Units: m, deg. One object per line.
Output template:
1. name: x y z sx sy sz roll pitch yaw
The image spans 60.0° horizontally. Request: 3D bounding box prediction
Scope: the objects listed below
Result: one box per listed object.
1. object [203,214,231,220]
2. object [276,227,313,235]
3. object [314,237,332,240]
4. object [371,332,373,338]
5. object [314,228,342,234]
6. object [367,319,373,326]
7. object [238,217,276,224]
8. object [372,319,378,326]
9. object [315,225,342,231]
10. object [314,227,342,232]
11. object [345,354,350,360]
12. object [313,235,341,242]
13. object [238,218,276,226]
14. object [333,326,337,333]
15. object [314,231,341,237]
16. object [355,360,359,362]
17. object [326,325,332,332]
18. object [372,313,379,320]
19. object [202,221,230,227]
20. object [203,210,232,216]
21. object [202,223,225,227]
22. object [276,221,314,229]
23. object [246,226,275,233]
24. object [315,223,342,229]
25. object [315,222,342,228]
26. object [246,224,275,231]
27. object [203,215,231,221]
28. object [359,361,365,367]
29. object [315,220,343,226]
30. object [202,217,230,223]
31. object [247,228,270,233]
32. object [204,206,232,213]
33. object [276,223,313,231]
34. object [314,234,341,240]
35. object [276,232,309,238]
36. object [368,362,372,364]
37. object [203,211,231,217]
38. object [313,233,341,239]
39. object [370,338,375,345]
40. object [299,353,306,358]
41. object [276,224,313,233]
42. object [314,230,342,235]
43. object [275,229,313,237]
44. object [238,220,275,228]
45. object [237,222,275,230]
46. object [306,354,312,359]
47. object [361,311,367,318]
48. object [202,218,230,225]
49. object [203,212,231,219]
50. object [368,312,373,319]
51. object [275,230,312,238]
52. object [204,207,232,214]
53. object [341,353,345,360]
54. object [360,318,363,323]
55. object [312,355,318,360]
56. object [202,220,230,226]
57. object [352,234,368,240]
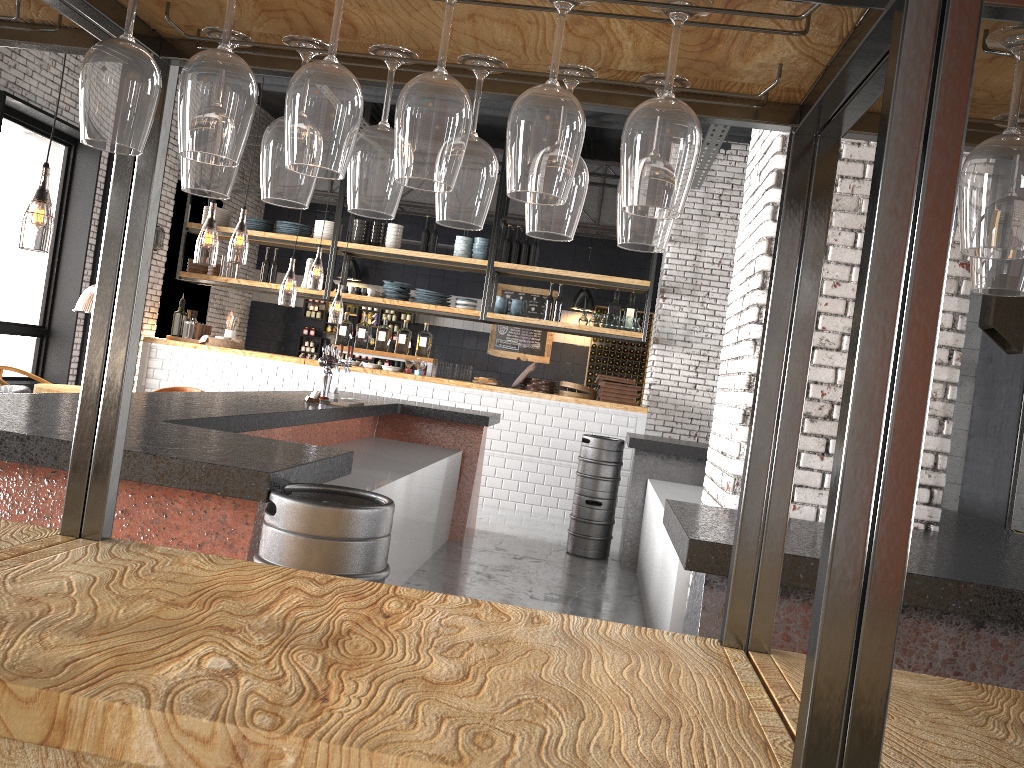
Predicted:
1. object: -3.664 -2.057 11.002 0.334 0.043 0.335 8 1 -45
2. object: -2.676 -1.870 10.898 0.454 0.038 0.454 8 1 7
3. object: -2.271 -1.744 10.854 0.335 0.033 0.334 9 1 44
4. object: -2.213 -0.770 13.832 0.089 0.101 0.111 8 0 -28
5. object: -2.255 -1.856 10.856 0.335 0.039 0.334 8 1 14
6. object: -2.220 -0.971 13.824 0.092 0.112 0.100 8 0 -8
7. object: -3.148 -2.010 10.948 0.454 0.050 0.453 8 1 19
8. object: -2.126 -0.955 13.816 0.092 0.108 0.105 8 0 17
9. object: -2.250 -1.895 10.857 0.334 0.041 0.335 8 1 -25
10. object: -2.253 -1.876 10.855 0.334 0.043 0.335 8 1 -11
11. object: -2.556 -0.492 13.849 0.079 0.281 0.079 8 -1 -25
12. object: -2.268 -1.764 10.856 0.334 0.046 0.334 8 1 -13
13. object: -3.152 -1.986 10.948 0.454 0.047 0.454 8 1 3
14. object: -2.755 -0.852 13.875 0.088 0.108 0.107 8 0 -34
15. object: -2.260 -1.822 10.856 0.334 0.039 0.335 8 1 -28
16. object: -2.418 -0.319 13.827 0.092 0.112 0.100 8 0 -8
17. object: -2.859 -0.869 13.885 0.092 0.112 0.100 8 0 -8
18. object: -2.112 -1.056 13.816 0.092 0.108 0.105 8 0 17
19. object: -3.677 -1.964 11.001 0.335 0.042 0.334 9 1 44
20. object: -3.656 -2.114 11.002 0.334 0.040 0.335 8 1 -4
21. object: -3.679 -1.944 11.001 0.335 0.033 0.334 9 1 44
22. object: -2.666 -1.940 10.899 0.454 0.039 0.453 8 1 25
23. object: -3.165 -1.893 10.948 0.454 0.043 0.454 8 1 8
24. object: -2.247 -1.914 10.857 0.334 0.044 0.335 8 1 -24
25. object: -2.245 -1.933 10.856 0.334 0.039 0.335 8 1 -19
26. object: -3.162 -1.916 10.948 0.454 0.044 0.454 8 1 1
27. object: -3.666 -2.041 11.002 0.335 0.038 0.334 8 1 31
28. object: -2.324 -0.304 13.819 0.092 0.108 0.105 8 0 17
29. object: -2.241 -1.953 10.857 0.334 0.039 0.335 8 1 -20
30. object: -3.669 -2.022 11.001 0.334 0.042 0.335 8 1 -34
31. object: -3.168 -1.868 10.947 0.454 0.033 0.454 8 1 14
32. object: -3.649 -2.152 11.003 0.334 0.039 0.335 8 1 -3
33. object: -2.669 -1.918 10.897 0.453 0.050 0.454 8 1 -19
34. object: -2.265 -1.783 10.854 0.334 0.037 0.335 8 1 -28
35. object: -2.686 -1.800 10.897 0.454 0.033 0.454 8 1 14
36. object: -2.218 -0.289 13.807 0.088 0.108 0.107 8 0 -34
37. object: -3.658 -2.094 11.002 0.334 0.035 0.335 8 1 -18
38. object: -2.263 -1.802 10.855 0.334 0.040 0.335 8 1 -30
39. object: -2.169 -0.667 13.815 0.092 0.112 0.100 8 0 -8
40. object: -3.298 -0.443 13.921 0.118 0.111 0.085 8 0 -35
41. object: -2.673 -1.894 10.899 0.453 0.037 0.454 8 1 -40
42. object: -2.258 -1.841 10.855 0.334 0.040 0.335 8 1 -40
43. object: -2.680 -1.847 10.897 0.453 0.042 0.454 8 1 -34
44. object: -3.155 -1.962 10.948 0.454 0.043 0.453 8 1 11
45. object: -3.157 -1.939 10.948 0.453 0.038 0.454 8 1 -17
46. object: -3.188 -0.423 13.921 0.089 0.101 0.111 8 0 -33
47. object: -2.306 -1.085 13.835 0.092 0.112 0.100 8 0 -8
48. object: -3.671 -2.003 11.002 0.334 0.044 0.335 8 1 -28
49. object: -3.660 -2.075 11.002 0.335 0.038 0.334 8 1 26
50. object: -2.202 -1.068 13.825 0.088 0.108 0.107 8 0 -34
51. object: -2.682 -1.824 10.898 0.453 0.045 0.454 8 1 -19
52. object: -3.652 -2.133 11.003 0.335 0.042 0.334 8 1 2
53. object: -2.649 -0.506 13.859 0.079 0.281 0.079 8 -1 15
54. object: -2.317 -0.982 13.835 0.088 0.108 0.107 8 0 -34
55. object: -3.090 -0.409 13.911 0.090 0.101 0.111 8 0 -28
56. object: -3.674 -1.983 11.001 0.334 0.039 0.335 8 1 -7
57. object: -1.864 -1.765 10.820 0.196 0.104 0.197 8 0 -30
